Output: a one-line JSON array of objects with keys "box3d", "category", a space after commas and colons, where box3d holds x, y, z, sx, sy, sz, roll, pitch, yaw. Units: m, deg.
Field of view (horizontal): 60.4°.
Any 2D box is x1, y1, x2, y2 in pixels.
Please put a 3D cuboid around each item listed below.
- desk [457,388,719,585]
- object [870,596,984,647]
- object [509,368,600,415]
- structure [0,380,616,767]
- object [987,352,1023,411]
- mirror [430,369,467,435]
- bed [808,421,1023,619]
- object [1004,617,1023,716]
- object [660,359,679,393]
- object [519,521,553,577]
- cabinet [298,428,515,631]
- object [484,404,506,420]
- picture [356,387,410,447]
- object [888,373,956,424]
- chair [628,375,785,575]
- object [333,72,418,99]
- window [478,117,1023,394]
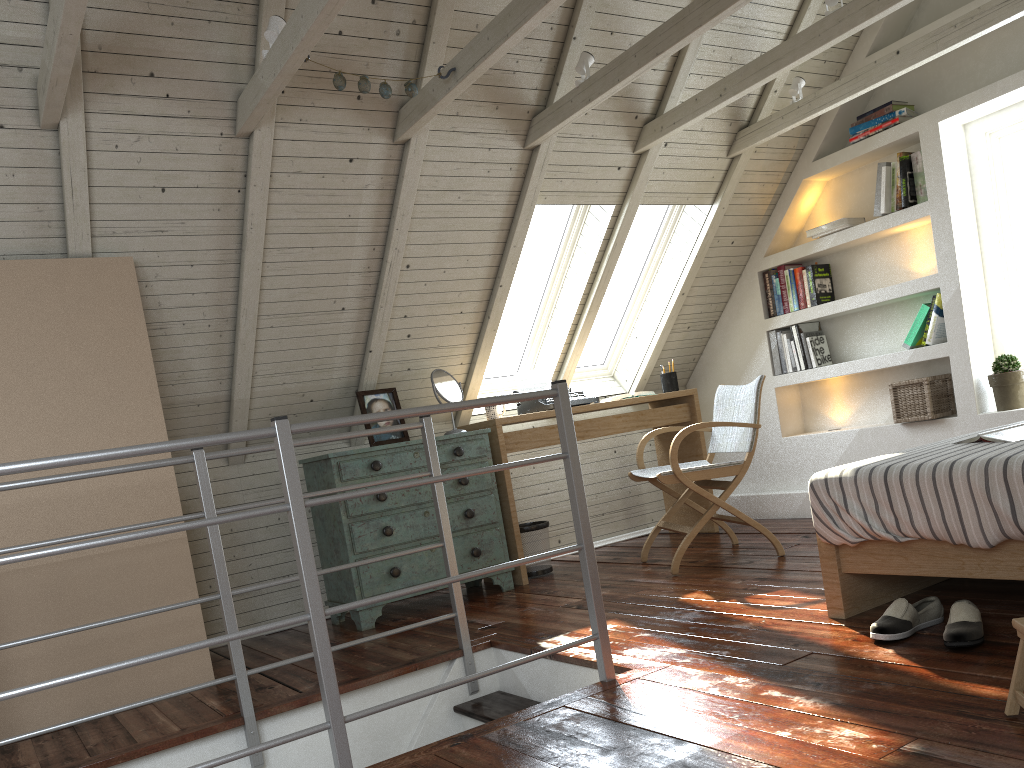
[{"box3d": [0.437, 0.520, 4.678, 1.309, 0.810, 0.380, -9, 1, -32], "category": "desk"}, {"box3d": [1.113, 0.609, 2.301, 0.272, 0.091, 0.288, -8, -4, -35], "category": "object"}, {"box3d": [0.223, 0.017, 4.560, 0.384, 0.239, 0.357, -8, -2, -37], "category": "object"}, {"box3d": [-0.672, 0.629, 2.303, 1.621, 1.001, 0.843, -9, 0, -32], "category": "structure"}, {"box3d": [2.238, -0.020, 3.969, 0.158, 0.272, 0.161, -11, 2, -40], "category": "object"}, {"box3d": [-0.293, 0.080, 4.146, 0.113, 0.320, 0.205, -9, 2, 11], "category": "mirror"}, {"box3d": [1.965, 0.148, 2.215, 1.851, 0.708, 1.896, -8, -3, -32], "category": "bed"}, {"box3d": [1.174, 0.500, 1.528, 0.533, 0.183, 0.267, -10, -1, 12], "category": "object"}, {"box3d": [0.869, -0.039, 4.876, 0.089, 0.187, 0.087, -9, 2, 21], "category": "object"}, {"box3d": [0.097, 0.835, 4.446, 0.221, 0.254, 0.226, -10, 1, -38], "category": "object"}, {"box3d": [-0.465, 0.655, 4.061, 0.795, 0.772, 0.418, -10, 2, -32], "category": "cabinet"}, {"box3d": [-0.080, 0.125, 4.328, 0.109, 0.101, 0.082, -10, 1, 8], "category": "object"}, {"box3d": [-0.612, 0.157, 4.037, 0.199, 0.260, 0.148, -10, 2, -38], "category": "picture"}, {"box3d": [2.004, 0.072, 4.297, 0.202, 0.202, 0.206, -10, 0, -33], "category": "object"}, {"box3d": [0.867, 0.413, 4.038, 0.558, 0.795, 0.550, -10, 1, -8], "category": "chair"}, {"box3d": [-0.422, -0.932, 2.748, 0.280, 0.067, 0.060, -7, -1, -33], "category": "object"}, {"box3d": [1.054, -0.416, 4.184, 3.126, 1.380, 1.385, -11, -1, 35], "category": "window"}]
